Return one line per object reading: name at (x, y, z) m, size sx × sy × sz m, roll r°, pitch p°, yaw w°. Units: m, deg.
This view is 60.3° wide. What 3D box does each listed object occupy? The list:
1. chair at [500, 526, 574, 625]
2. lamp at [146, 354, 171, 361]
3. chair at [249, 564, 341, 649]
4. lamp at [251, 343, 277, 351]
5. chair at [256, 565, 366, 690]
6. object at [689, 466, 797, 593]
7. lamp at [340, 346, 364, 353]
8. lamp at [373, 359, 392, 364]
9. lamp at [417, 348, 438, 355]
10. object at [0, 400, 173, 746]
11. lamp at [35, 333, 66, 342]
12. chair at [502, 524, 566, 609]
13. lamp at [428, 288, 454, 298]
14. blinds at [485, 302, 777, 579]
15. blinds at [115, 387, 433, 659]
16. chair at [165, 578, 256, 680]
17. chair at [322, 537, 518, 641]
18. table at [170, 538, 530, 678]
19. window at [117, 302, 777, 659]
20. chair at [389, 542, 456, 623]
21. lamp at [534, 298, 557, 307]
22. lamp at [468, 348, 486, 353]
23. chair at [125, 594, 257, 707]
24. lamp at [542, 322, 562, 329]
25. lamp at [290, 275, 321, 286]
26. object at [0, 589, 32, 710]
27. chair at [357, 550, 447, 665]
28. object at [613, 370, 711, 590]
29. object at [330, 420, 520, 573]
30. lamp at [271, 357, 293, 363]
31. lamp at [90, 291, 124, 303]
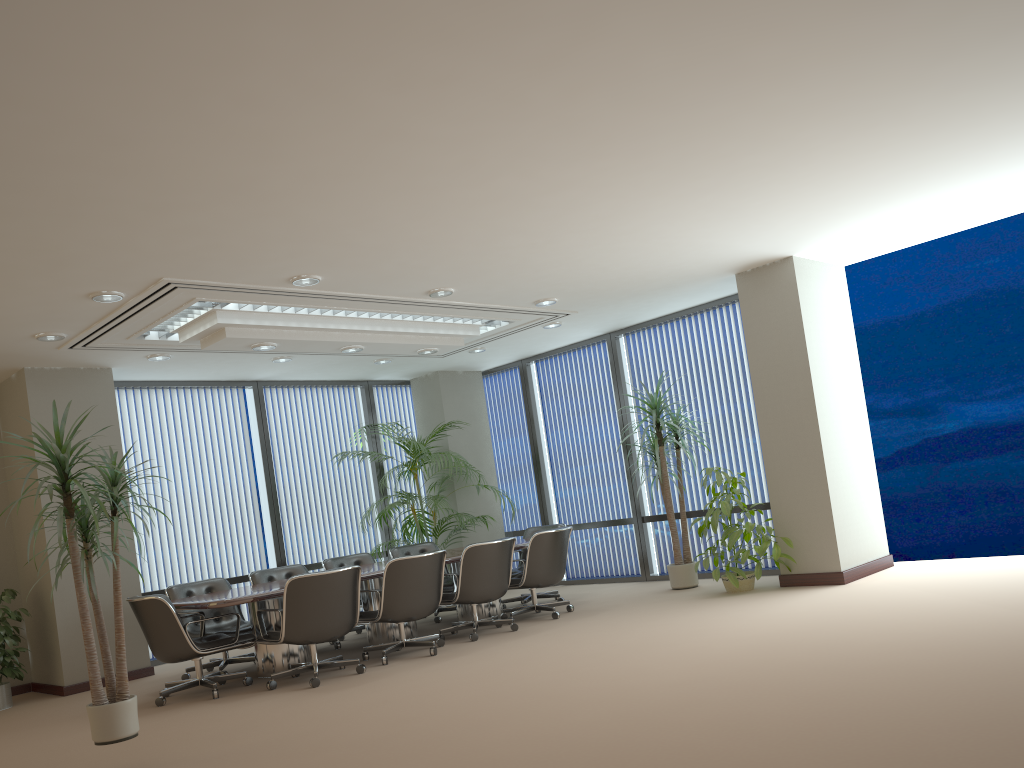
chair at (0.211, 1.892, 8.753) m, size 0.861 × 0.855 × 0.732 m, roll -12°, pitch -6°, yaw 39°
lamp at (-3.397, -0.250, 8.489) m, size 0.224 × 0.035 × 0.228 m, roll -4°, pitch -9°, yaw -28°
chair at (-2.103, 2.221, 8.720) m, size 0.755 × 0.855 × 0.862 m, roll -4°, pitch -6°, yaw -45°
lamp at (-2.200, -0.324, 7.823) m, size 0.224 × 0.035 × 0.228 m, roll -4°, pitch -9°, yaw -28°
chair at (-1.583, 1.904, 6.947) m, size 0.750 × 0.854 × 0.867 m, roll -4°, pitch -6°, yaw -42°
object at (2.195, 1.431, 8.563) m, size 0.983 × 1.306 × 0.857 m, roll -9°, pitch -4°, yaw 15°
lamp at (-1.538, -0.328, 8.492) m, size 0.224 × 0.035 × 0.228 m, roll -5°, pitch -8°, yaw -21°
lamp at (-1.522, -0.262, 10.383) m, size 0.224 × 0.035 × 0.228 m, roll -5°, pitch -8°, yaw -21°
lamp at (-0.875, -0.332, 9.162) m, size 0.224 × 0.035 × 0.228 m, roll -5°, pitch -8°, yaw -21°
object at (-2.278, 1.021, 4.771) m, size 0.810 × 1.824 × 0.817 m, roll -9°, pitch -3°, yaw 20°
lamp at (-3.756, -0.377, 7.180) m, size 0.224 × 0.035 × 0.228 m, roll -4°, pitch -9°, yaw -28°
chair at (0.230, 2.037, 9.834) m, size 0.849 × 0.855 × 0.767 m, roll -3°, pitch -6°, yaw -45°
lamp at (-0.610, -0.777, 7.569) m, size 0.224 × 0.035 × 0.228 m, roll -5°, pitch -8°, yaw -21°
blinds at (1.237, 0.937, 10.970) m, size 0.050 × 2.893 × 4.985 m, roll -6°, pitch -6°, yaw -45°
blinds at (-2.477, 1.473, 10.982) m, size 0.032 × 2.893 × 4.876 m, roll -10°, pitch -6°, yaw 44°
chair at (-2.672, 2.217, 8.089) m, size 0.861 × 0.855 × 0.756 m, roll -12°, pitch -6°, yaw 39°
chair at (-0.924, 2.053, 8.731) m, size 0.755 × 0.853 × 2.556 m, roll -4°, pitch -8°, yaw -45°
table at (-1.186, 2.105, 8.440) m, size 4.054 × 0.745 × 1.524 m, roll -1°, pitch -10°, yaw -45°
window at (-0.591, 1.212, 11.006) m, size 7.371 × 2.899 × 3.557 m, roll -8°, pitch -5°, yaw 0°
chair at (-0.884, 2.205, 9.892) m, size 0.755 × 0.854 × 0.862 m, roll -5°, pitch -6°, yaw -40°
lamp at (0.328, -0.783, 8.516) m, size 0.224 × 0.035 × 0.228 m, roll -5°, pitch -8°, yaw -21°
lamp at (-0.417, -0.398, 10.553) m, size 0.224 × 0.035 × 0.228 m, roll -3°, pitch -9°, yaw -35°
chair at (-2.555, 2.054, 7.021) m, size 0.849 × 0.855 × 0.767 m, roll -3°, pitch -6°, yaw -45°
lamp at (0.442, -0.640, 9.685) m, size 0.227 × 0.035 × 0.225 m, roll -13°, pitch -9°, yaw 34°
lamp at (-1.548, -0.771, 6.622) m, size 0.227 × 0.035 × 0.225 m, roll -13°, pitch -9°, yaw 34°
object at (-4.707, 2.362, 7.866) m, size 0.734 × 1.088 × 0.805 m, roll -7°, pitch -4°, yaw -14°
chair at (-0.934, 1.892, 7.539) m, size 0.755 × 0.855 × 0.862 m, roll -4°, pitch -6°, yaw -45°
object at (1.690, 1.043, 9.430) m, size 1.023 × 2.303 × 1.031 m, roll -9°, pitch -3°, yaw 20°
object at (-1.109, 1.571, 11.048) m, size 2.156 × 2.467 × 2.111 m, roll -6°, pitch -5°, yaw -25°
lamp at (-2.459, -0.256, 9.436) m, size 0.224 × 0.035 × 0.228 m, roll -5°, pitch -8°, yaw -21°
lamp at (-2.897, -0.619, 6.313) m, size 0.224 × 0.035 × 0.228 m, roll -1°, pitch -10°, yaw -42°
